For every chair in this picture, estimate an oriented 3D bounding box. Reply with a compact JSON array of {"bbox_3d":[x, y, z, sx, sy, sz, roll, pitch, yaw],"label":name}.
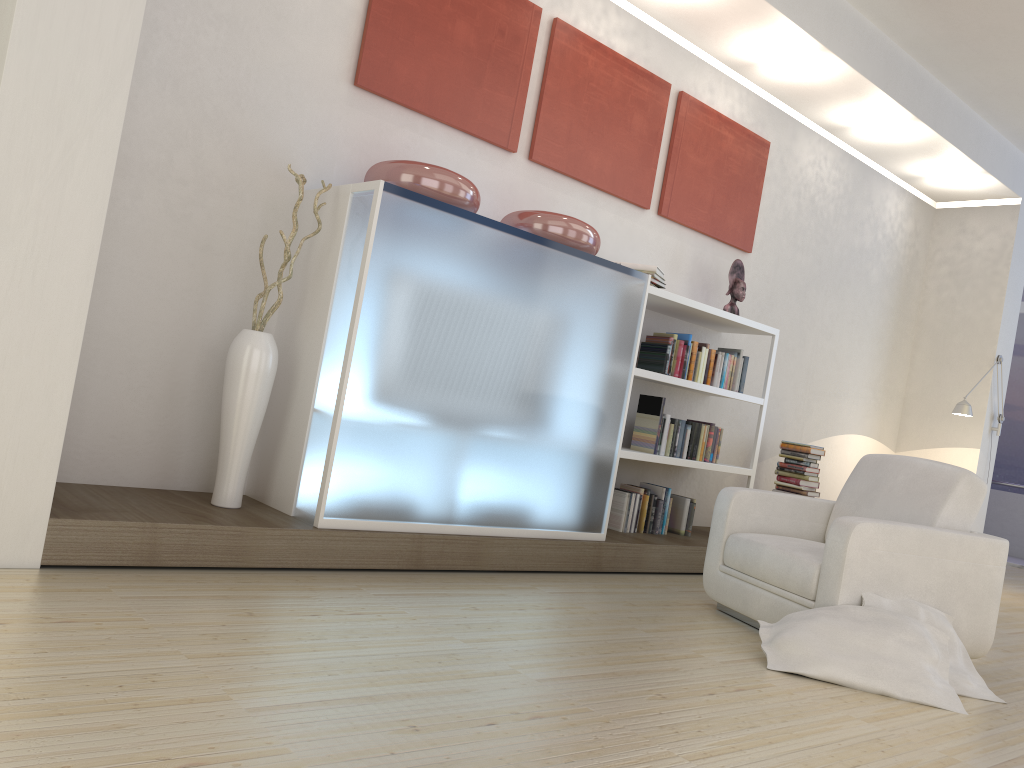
[{"bbox_3d":[1.542,0.698,3.990,0.941,0.828,0.919,11,-1,-21],"label":"chair"}]

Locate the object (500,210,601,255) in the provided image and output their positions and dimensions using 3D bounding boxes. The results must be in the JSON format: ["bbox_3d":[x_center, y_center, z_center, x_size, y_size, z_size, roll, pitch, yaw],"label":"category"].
[{"bbox_3d":[0.193,-0.762,4.570,0.534,0.206,0.546,10,-1,-4],"label":"object"}]

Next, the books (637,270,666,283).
[{"bbox_3d":[0.705,-0.632,5.172,0.328,0.027,0.247,9,-1,25],"label":"books"}]

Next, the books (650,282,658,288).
[{"bbox_3d":[0.691,-0.585,5.173,0.287,0.018,0.247,10,-1,23],"label":"books"}]

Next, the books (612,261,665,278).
[{"bbox_3d":[0.710,-0.664,5.172,0.319,0.038,0.247,10,-1,20],"label":"books"}]

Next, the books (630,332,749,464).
[{"bbox_3d":[1.104,0.090,5.489,0.831,0.743,0.215,11,-2,-41],"label":"books"}]

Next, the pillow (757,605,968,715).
[{"bbox_3d":[1.273,0.972,3.254,0.712,0.287,0.299,10,-1,12],"label":"pillow"}]

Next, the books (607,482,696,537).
[{"bbox_3d":[1.015,0.785,5.479,1.125,0.281,0.274,11,-1,-34],"label":"books"}]

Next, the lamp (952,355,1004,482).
[{"bbox_3d":[3.729,0.634,7.266,0.204,1.841,0.891,9,-2,45],"label":"lamp"}]

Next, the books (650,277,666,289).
[{"bbox_3d":[0.715,-0.602,5.160,0.287,0.025,0.247,9,-1,34],"label":"books"}]

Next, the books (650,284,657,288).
[{"bbox_3d":[0.693,-0.566,5.170,0.328,0.018,0.247,9,-1,25],"label":"books"}]

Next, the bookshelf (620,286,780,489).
[{"bbox_3d":[0.887,0.193,5.433,1.599,1.396,0.465,11,-2,-41],"label":"bookshelf"}]

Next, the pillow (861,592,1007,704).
[{"bbox_3d":[1.538,0.988,3.378,0.615,0.315,0.312,10,-1,-14],"label":"pillow"}]

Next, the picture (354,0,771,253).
[{"bbox_3d":[0.541,-1.545,5.181,3.227,0.794,0.030,11,-2,-41],"label":"picture"}]

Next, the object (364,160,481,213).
[{"bbox_3d":[-0.407,-0.880,4.048,0.534,0.206,0.546,9,-2,37],"label":"object"}]

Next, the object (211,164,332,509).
[{"bbox_3d":[-0.999,-0.195,3.634,0.277,1.422,0.250,11,-2,-37],"label":"object"}]

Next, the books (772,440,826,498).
[{"bbox_3d":[2.042,0.774,6.347,0.270,0.694,0.329,11,-2,-41],"label":"books"}]

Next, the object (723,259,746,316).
[{"bbox_3d":[1.460,-0.615,5.796,0.133,0.409,0.138,10,-1,6],"label":"object"}]

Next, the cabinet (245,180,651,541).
[{"bbox_3d":[-0.242,-0.033,4.294,1.670,1.396,0.689,11,-2,-41],"label":"cabinet"}]
